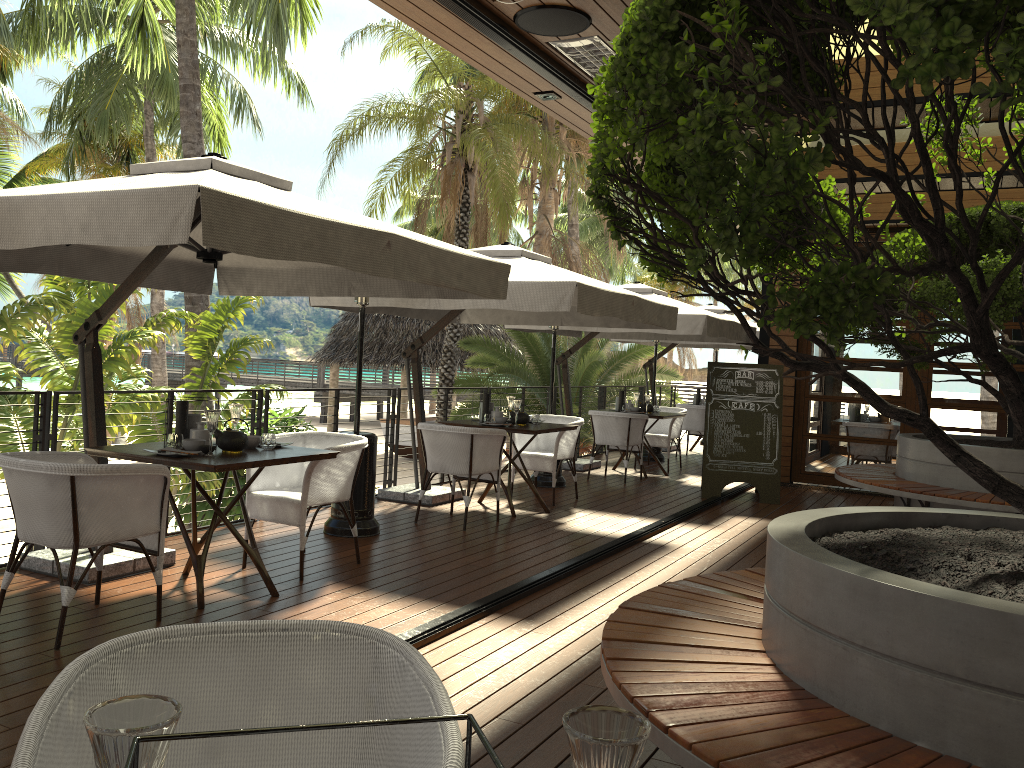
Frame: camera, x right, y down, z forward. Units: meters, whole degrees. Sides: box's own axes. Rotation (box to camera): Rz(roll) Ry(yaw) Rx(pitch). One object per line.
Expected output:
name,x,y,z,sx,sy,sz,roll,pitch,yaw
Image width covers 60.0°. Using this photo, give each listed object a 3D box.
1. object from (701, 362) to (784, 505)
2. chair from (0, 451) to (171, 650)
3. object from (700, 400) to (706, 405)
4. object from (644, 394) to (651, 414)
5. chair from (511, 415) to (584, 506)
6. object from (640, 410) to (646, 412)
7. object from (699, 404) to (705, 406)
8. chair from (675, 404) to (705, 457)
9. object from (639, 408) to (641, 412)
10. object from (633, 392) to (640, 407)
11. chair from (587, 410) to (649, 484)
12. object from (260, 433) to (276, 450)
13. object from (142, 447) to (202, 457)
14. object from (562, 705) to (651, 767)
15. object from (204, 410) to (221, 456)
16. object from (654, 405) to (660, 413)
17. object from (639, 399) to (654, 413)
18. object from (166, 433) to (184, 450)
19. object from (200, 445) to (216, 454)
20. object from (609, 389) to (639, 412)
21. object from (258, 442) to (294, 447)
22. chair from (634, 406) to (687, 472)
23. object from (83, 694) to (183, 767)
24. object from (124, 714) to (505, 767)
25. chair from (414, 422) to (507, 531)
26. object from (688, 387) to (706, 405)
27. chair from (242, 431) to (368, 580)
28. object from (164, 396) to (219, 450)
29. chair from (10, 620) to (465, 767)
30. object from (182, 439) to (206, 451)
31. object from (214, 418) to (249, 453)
object,2.406,0.479,9.277,0.768,1.397,0.771,3,1,12
chair,-1.971,0.708,4.020,0.628,0.788,0.616,3,1,28
object,2.929,0.290,13.626,0.086,0.086,0.086,4,1,32
object,1.596,0.237,10.450,0.082,0.227,0.082,3,1,28
chair,0.339,0.703,8.419,0.628,0.788,0.616,3,1,28
object,1.552,0.328,10.522,0.080,0.042,0.080,3,1,19
object,3.004,0.330,13.432,0.295,0.025,0.170,4,2,27
chair,2.726,0.694,13.075,0.628,0.788,0.616,3,1,28
object,1.574,0.318,10.936,0.080,0.042,0.080,3,1,19
object,1.542,0.219,11.005,0.082,0.227,0.082,3,1,28
chair,1.181,0.699,10.097,0.628,0.788,0.616,3,1,28
object,-1.337,0.317,4.865,0.086,0.086,0.086,4,1,32
object,-1.674,0.343,4.415,0.295,0.025,0.170,4,2,27
object,0.082,0.426,0.823,0.082,0.227,0.082,3,1,-11
object,-1.512,0.246,4.460,0.082,0.227,0.082,3,1,28
object,1.770,0.308,10.855,0.086,0.086,0.086,4,1,32
object,1.630,0.259,10.681,0.168,0.179,0.163,3,1,25
object,-1.749,0.303,4.608,0.086,0.086,0.086,4,1,32
object,-1.556,0.338,4.532,0.080,0.042,0.080,3,1,-11
object,1.367,0.200,10.818,0.263,0.264,0.263,3,1,-18
object,-1.414,0.339,5.063,0.295,0.025,0.170,4,2,27
chair,1.918,0.698,11.464,0.628,0.788,0.616,3,1,28
object,-0.343,0.405,0.793,0.082,0.227,0.082,3,1,-27
object,-0.129,0.407,0.580,0.263,0.264,0.263,3,1,-17
chair,-0.425,0.704,7.000,0.628,0.788,0.616,3,1,28
object,2.938,0.196,13.846,0.263,0.264,0.263,3,1,-18
chair,-1.234,0.707,5.387,0.628,0.788,0.616,3,1,28
object,-1.740,0.210,4.828,0.263,0.264,0.263,3,1,-18
chair,-0.433,0.857,1.414,0.627,0.788,0.617,3,1,-17
object,-1.643,0.321,4.576,0.116,0.065,0.116,3,1,26
object,-1.477,0.268,4.688,0.163,0.179,0.168,3,1,29
